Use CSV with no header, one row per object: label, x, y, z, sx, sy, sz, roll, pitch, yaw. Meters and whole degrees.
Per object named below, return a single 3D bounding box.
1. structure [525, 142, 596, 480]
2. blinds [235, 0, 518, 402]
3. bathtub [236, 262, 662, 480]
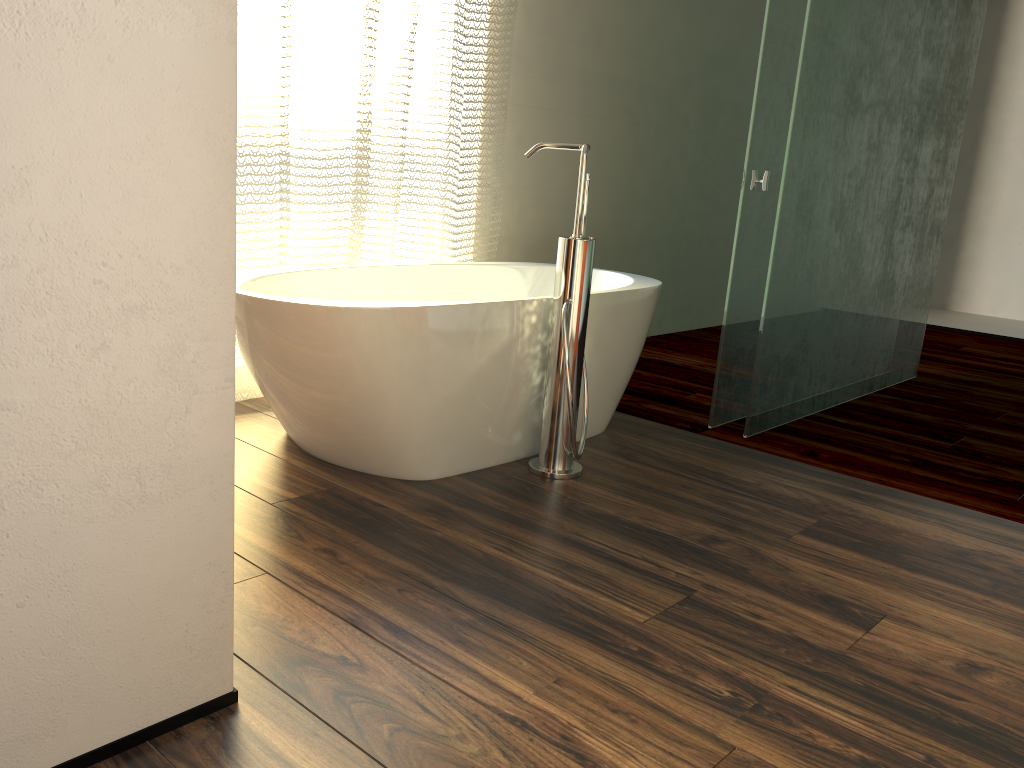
structure,0.142,-0.184,2.375,0.243,0.898,0.278,2,14,-9
blinds,-0.692,-1.089,2.748,0.185,2.339,2.074,16,18,40
bathtub,-0.168,-0.089,2.793,0.783,0.485,1.581,15,17,40
